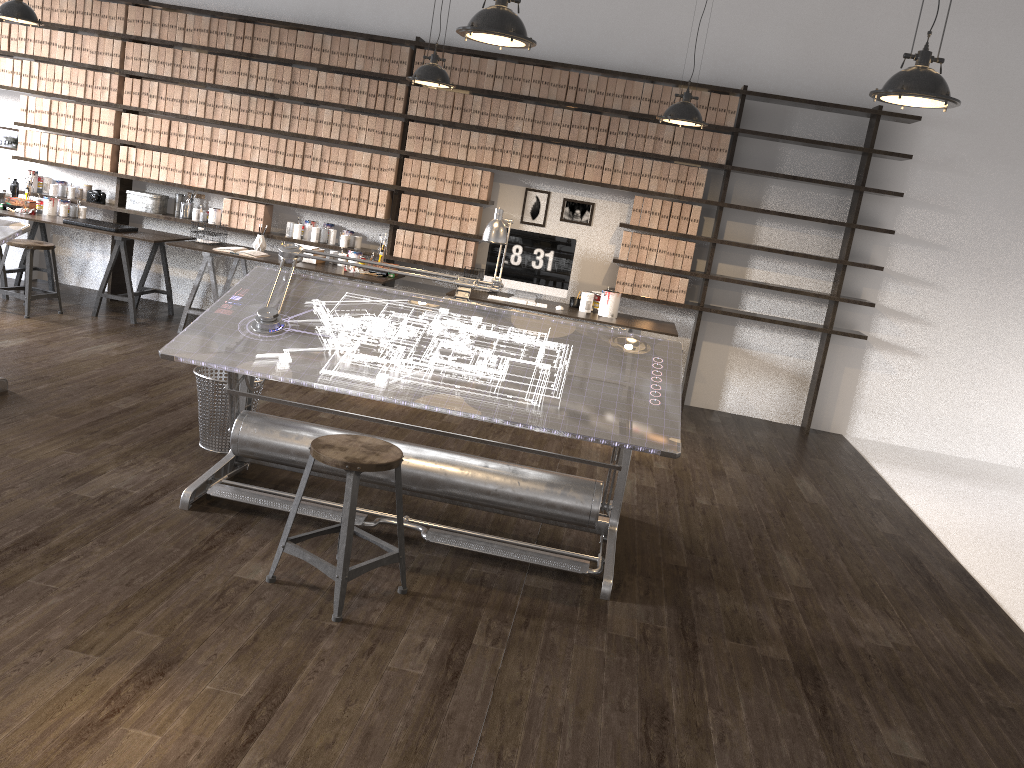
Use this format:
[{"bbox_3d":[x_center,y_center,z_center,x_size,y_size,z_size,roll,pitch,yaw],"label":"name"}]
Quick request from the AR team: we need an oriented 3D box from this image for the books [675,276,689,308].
[{"bbox_3d":[1.302,-0.707,6.817,0.067,0.224,0.176,10,11,6],"label":"books"}]

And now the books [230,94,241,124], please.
[{"bbox_3d":[-2.173,-2.185,7.073,0.067,0.224,0.176,10,11,6],"label":"books"}]

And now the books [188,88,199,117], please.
[{"bbox_3d":[-2.519,-2.251,7.114,0.067,0.223,0.176,10,11,6],"label":"books"}]

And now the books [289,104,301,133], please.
[{"bbox_3d":[-1.691,-2.095,7.027,0.067,0.224,0.176,10,11,6],"label":"books"}]

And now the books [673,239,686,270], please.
[{"bbox_3d":[1.276,-0.989,6.782,0.067,0.223,0.176,10,11,6],"label":"books"}]

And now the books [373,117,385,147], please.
[{"bbox_3d":[-1.018,-1.966,6.947,0.067,0.224,0.176,10,11,6],"label":"books"}]

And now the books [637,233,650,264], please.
[{"bbox_3d":[1.011,-1.040,6.814,0.067,0.224,0.176,10,11,6],"label":"books"}]

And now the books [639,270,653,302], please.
[{"bbox_3d":[1.037,-0.758,6.849,0.067,0.223,0.176,10,11,6],"label":"books"}]

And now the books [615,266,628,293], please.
[{"bbox_3d":[0.845,-0.795,6.873,0.067,0.224,0.176,10,11,6],"label":"books"}]

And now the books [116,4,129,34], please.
[{"bbox_3d":[-3.084,-2.906,7.090,0.067,0.224,0.176,10,11,6],"label":"books"}]

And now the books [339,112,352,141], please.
[{"bbox_3d":[-1.289,-2.018,6.982,0.067,0.224,0.176,10,11,6],"label":"books"}]

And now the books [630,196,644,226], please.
[{"bbox_3d":[0.955,-1.324,6.778,0.067,0.224,0.176,10,11,6],"label":"books"}]

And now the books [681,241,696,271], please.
[{"bbox_3d":[1.345,-0.976,6.776,0.067,0.224,0.176,10,11,6],"label":"books"}]

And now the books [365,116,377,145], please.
[{"bbox_3d":[-1.083,-1.978,6.954,0.067,0.224,0.176,10,11,6],"label":"books"}]

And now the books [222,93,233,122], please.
[{"bbox_3d":[-2.243,-2.199,7.084,0.067,0.224,0.176,10,11,6],"label":"books"}]

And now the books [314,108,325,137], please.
[{"bbox_3d":[-1.490,-2.056,7.004,0.067,0.223,0.176,10,11,6],"label":"books"}]

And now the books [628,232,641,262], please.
[{"bbox_3d":[0.943,-1.052,6.820,0.067,0.224,0.176,10,11,6],"label":"books"}]

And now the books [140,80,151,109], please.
[{"bbox_3d":[-2.920,-2.328,7.161,0.067,0.224,0.176,10,11,6],"label":"books"}]

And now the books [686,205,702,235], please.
[{"bbox_3d":[1.383,-1.242,6.730,0.067,0.223,0.176,10,11,6],"label":"books"}]

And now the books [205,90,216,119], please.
[{"bbox_3d":[-2.380,-2.225,7.101,0.067,0.224,0.176,10,11,6],"label":"books"}]

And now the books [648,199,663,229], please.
[{"bbox_3d":[1.093,-1.296,6.759,0.067,0.224,0.176,10,11,6],"label":"books"}]

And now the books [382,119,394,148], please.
[{"bbox_3d":[-0.955,-1.955,6.945,0.067,0.223,0.176,10,11,6],"label":"books"}]

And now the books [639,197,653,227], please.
[{"bbox_3d":[1.024,-1.310,6.771,0.067,0.224,0.176,10,11,6],"label":"books"}]

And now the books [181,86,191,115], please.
[{"bbox_3d":[-2.581,-2.263,7.123,0.067,0.223,0.176,10,11,6],"label":"books"}]

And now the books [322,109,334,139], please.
[{"bbox_3d":[-1.429,-2.044,6.995,0.067,0.223,0.176,10,11,6],"label":"books"}]

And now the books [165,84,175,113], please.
[{"bbox_3d":[-2.712,-2.288,7.138,0.067,0.224,0.176,10,11,6],"label":"books"}]

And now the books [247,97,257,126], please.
[{"bbox_3d":[-2.040,-2.160,7.063,0.067,0.223,0.176,10,11,6],"label":"books"}]

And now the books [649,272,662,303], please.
[{"bbox_3d":[1.102,-0.746,6.840,0.067,0.224,0.176,10,11,6],"label":"books"}]

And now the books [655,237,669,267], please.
[{"bbox_3d":[1.149,-1.012,6.792,0.067,0.224,0.176,10,11,6],"label":"books"}]

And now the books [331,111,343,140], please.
[{"bbox_3d":[-1.359,-2.031,6.986,0.067,0.224,0.176,10,11,6],"label":"books"}]

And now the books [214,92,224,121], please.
[{"bbox_3d":[-2.311,-2.212,7.095,0.067,0.224,0.176,10,11,6],"label":"books"}]

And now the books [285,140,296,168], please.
[{"bbox_3d":[-1.741,-1.828,7.074,0.067,0.223,0.176,10,11,6],"label":"books"}]

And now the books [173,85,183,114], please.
[{"bbox_3d":[-2.647,-2.274,7.125,0.067,0.224,0.176,10,11,6],"label":"books"}]

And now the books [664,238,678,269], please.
[{"bbox_3d":[1.214,-1.000,6.785,0.067,0.224,0.176,10,11,6],"label":"books"}]

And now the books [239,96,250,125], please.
[{"bbox_3d":[-2.102,-2.171,7.065,0.067,0.224,0.176,10,11,6],"label":"books"}]

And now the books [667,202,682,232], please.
[{"bbox_3d":[1.236,-1.269,6.743,0.067,0.224,0.176,10,11,6],"label":"books"}]

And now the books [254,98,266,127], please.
[{"bbox_3d":[-1.975,-2.149,7.058,0.067,0.223,0.176,10,11,6],"label":"books"}]

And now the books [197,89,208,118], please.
[{"bbox_3d":[-2.449,-2.237,7.105,0.067,0.224,0.176,10,11,6],"label":"books"}]

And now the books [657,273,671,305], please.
[{"bbox_3d":[1.171,-0.733,6.836,0.067,0.224,0.176,10,11,6],"label":"books"}]

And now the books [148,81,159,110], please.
[{"bbox_3d":[-2.851,-2.313,7.149,0.067,0.224,0.176,10,11,6],"label":"books"}]

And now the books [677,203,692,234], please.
[{"bbox_3d":[1.309,-1.257,6.740,0.067,0.223,0.176,10,11,6],"label":"books"}]

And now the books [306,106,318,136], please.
[{"bbox_3d":[-1.556,-2.068,7.006,0.067,0.224,0.176,10,11,6],"label":"books"}]

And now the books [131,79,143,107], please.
[{"bbox_3d":[-2.994,-2.340,7.164,0.067,0.224,0.176,10,11,6],"label":"books"}]

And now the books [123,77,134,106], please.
[{"bbox_3d":[-3.066,-2.355,7.177,0.067,0.223,0.176,10,11,6],"label":"books"}]

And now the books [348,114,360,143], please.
[{"bbox_3d":[-1.221,-2.006,6.976,0.067,0.224,0.176,10,11,6],"label":"books"}]

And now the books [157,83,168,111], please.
[{"bbox_3d":[-2.781,-2.301,7.146,0.067,0.224,0.176,10,11,6],"label":"books"}]

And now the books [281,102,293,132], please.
[{"bbox_3d":[-1.761,-2.107,7.030,0.067,0.224,0.176,10,11,6],"label":"books"}]

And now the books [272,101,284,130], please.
[{"bbox_3d":[-1.830,-2.121,7.042,0.067,0.224,0.176,10,11,6],"label":"books"}]

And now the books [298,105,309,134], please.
[{"bbox_3d":[-1.621,-2.081,7.019,0.067,0.224,0.176,10,11,6],"label":"books"}]

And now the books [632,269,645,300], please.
[{"bbox_3d":[0.976,-0.770,6.857,0.067,0.223,0.176,10,11,6],"label":"books"}]

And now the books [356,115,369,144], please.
[{"bbox_3d":[-1.153,-1.992,6.965,0.067,0.224,0.176,10,11,6],"label":"books"}]

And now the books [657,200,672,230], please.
[{"bbox_3d":[1.163,-1.284,6.756,0.067,0.224,0.176,10,11,6],"label":"books"}]

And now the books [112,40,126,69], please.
[{"bbox_3d":[-3.136,-2.641,7.139,0.067,0.224,0.176,10,11,6],"label":"books"}]

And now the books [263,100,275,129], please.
[{"bbox_3d":[-1.904,-2.134,7.045,0.067,0.224,0.176,10,11,6],"label":"books"}]

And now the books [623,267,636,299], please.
[{"bbox_3d":[0.910,-0.782,6.860,0.067,0.224,0.176,10,11,6],"label":"books"}]

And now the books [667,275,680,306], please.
[{"bbox_3d":[1.240,-0.721,6.831,0.067,0.224,0.176,10,11,6],"label":"books"}]

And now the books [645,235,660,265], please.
[{"bbox_3d":[1.079,-1.026,6.803,0.067,0.224,0.176,10,11,6],"label":"books"}]
